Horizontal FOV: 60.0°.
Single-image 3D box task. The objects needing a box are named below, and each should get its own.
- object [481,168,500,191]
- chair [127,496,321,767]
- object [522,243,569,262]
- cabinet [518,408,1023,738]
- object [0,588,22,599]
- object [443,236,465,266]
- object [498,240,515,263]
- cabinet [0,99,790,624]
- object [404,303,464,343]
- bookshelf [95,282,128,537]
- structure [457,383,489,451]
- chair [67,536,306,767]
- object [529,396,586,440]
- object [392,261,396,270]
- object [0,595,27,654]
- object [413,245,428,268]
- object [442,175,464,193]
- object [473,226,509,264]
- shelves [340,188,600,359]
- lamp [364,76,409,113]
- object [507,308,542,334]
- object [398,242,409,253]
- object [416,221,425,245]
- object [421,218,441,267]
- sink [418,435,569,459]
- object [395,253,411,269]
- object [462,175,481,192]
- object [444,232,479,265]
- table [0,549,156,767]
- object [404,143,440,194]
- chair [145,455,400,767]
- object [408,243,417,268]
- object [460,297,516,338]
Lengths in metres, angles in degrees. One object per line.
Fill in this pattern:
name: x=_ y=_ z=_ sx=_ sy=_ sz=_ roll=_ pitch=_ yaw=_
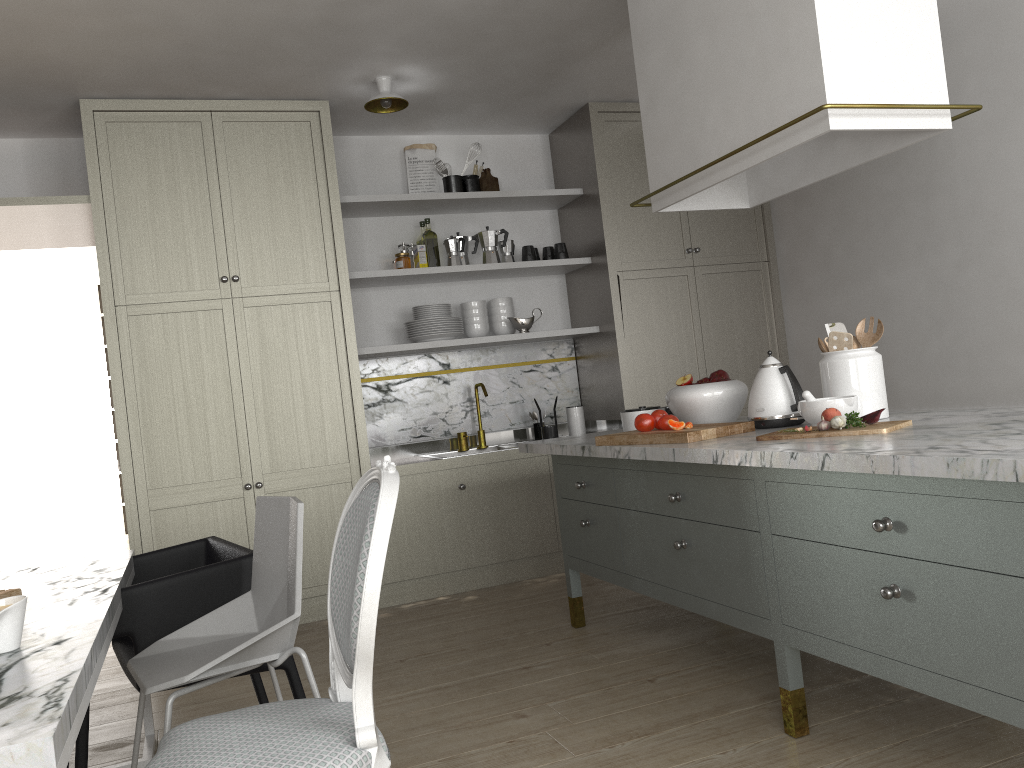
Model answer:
object: x=-0.117 y=-1.082 z=4.798 sx=0.092 sy=0.183 sz=0.038 roll=-7 pitch=-1 yaw=-10
chair: x=-0.648 y=0.653 z=1.977 sx=0.439 sy=0.745 sz=0.470 roll=-6 pitch=-1 yaw=-30
object: x=0.168 y=-0.698 z=4.814 sx=0.264 sy=0.098 sz=0.173 roll=-7 pitch=-1 yaw=-12
cabinet: x=0.878 y=0.485 z=2.542 sx=0.870 sy=0.721 sz=2.360 roll=-6 pitch=-1 yaw=-20
object: x=-1.265 y=0.493 z=1.850 sx=0.260 sy=0.031 sz=0.360 roll=-7 pitch=-1 yaw=10
object: x=-0.297 y=-0.681 z=4.549 sx=0.087 sy=0.167 sz=0.138 roll=-6 pitch=-1 yaw=-24
object: x=-0.027 y=-0.710 z=4.784 sx=0.087 sy=0.167 sz=0.138 roll=-7 pitch=-1 yaw=4
cabinet: x=-1.181 y=-0.077 z=4.433 sx=5.433 sy=2.377 sz=0.947 roll=-6 pitch=-1 yaw=-20
object: x=-0.405 y=-0.307 z=4.582 sx=0.306 sy=0.195 sz=0.300 roll=-6 pitch=-1 yaw=-24
bookshelf: x=-2.067 y=0.036 z=7.945 sx=3.513 sy=2.402 sz=0.300 roll=-7 pitch=-1 yaw=17
structure: x=-0.213 y=0.174 z=4.685 sx=0.167 sy=0.347 sz=0.195 roll=-7 pitch=-1 yaw=-13
chair: x=-0.916 y=0.765 z=2.420 sx=0.609 sy=0.597 sz=0.569 roll=-6 pitch=-1 yaw=-30
object: x=0.232 y=0.178 z=4.765 sx=0.307 sy=0.229 sz=0.144 roll=-7 pitch=-1 yaw=23
object: x=-0.609 y=-0.603 z=4.640 sx=0.046 sy=0.084 sz=0.046 roll=-7 pitch=-1 yaw=6
object: x=-0.868 y=0.415 z=1.501 sx=0.089 sy=0.085 sz=0.138 roll=-6 pitch=-1 yaw=-25
object: x=-0.478 y=-0.647 z=4.619 sx=0.044 sy=0.141 sz=0.077 roll=-6 pitch=-1 yaw=-25
object: x=-0.307 y=-1.028 z=4.669 sx=0.108 sy=0.118 sz=0.108 roll=-6 pitch=-1 yaw=-29
object: x=-0.107 y=-0.725 z=4.648 sx=0.175 sy=0.212 sz=0.111 roll=-7 pitch=-1 yaw=41
shelves: x=-0.261 y=-0.584 z=4.679 sx=1.339 sy=0.775 sz=0.352 roll=-6 pitch=-1 yaw=-20
lamp: x=-0.563 y=-1.290 z=3.936 sx=0.197 sy=0.130 sz=0.197 roll=-7 pitch=-1 yaw=15
object: x=0.070 y=-0.331 z=4.709 sx=0.210 sy=0.135 sz=0.102 roll=-6 pitch=-1 yaw=-28
object: x=-0.558 y=-0.654 z=4.625 sx=0.059 sy=0.172 sz=0.059 roll=-7 pitch=-1 yaw=42
object: x=-0.459 y=-0.720 z=4.693 sx=0.066 sy=0.282 sz=0.066 roll=-6 pitch=-1 yaw=-30
object: x=-0.429 y=-0.724 z=4.617 sx=0.082 sy=0.282 sz=0.089 roll=-6 pitch=-1 yaw=-25
sink: x=0.005 y=0.406 z=4.601 sx=0.877 sy=0.174 sz=0.475 roll=-6 pitch=-1 yaw=-20
object: x=-0.559 y=-0.619 z=4.554 sx=0.078 sy=0.101 sz=0.078 roll=-7 pitch=-1 yaw=26
object: x=-0.225 y=-1.042 z=4.745 sx=0.112 sy=0.128 sz=0.112 roll=-6 pitch=-1 yaw=-37
object: x=-0.263 y=-0.706 z=4.718 sx=0.175 sy=0.212 sz=0.111 roll=-7 pitch=-1 yaw=16
table: x=-1.218 y=0.794 z=1.720 sx=0.870 sy=0.583 sz=1.781 roll=-6 pitch=-1 yaw=-20
object: x=-0.474 y=-1.113 z=4.723 sx=0.183 sy=0.327 sz=0.074 roll=-7 pitch=-1 yaw=-11
chair: x=-0.407 y=0.570 z=1.557 sx=0.505 sy=0.833 sz=0.480 roll=-6 pitch=-1 yaw=-23
object: x=-0.518 y=-0.658 z=4.676 sx=0.059 sy=0.172 sz=0.059 roll=-7 pitch=-1 yaw=6
object: x=-0.126 y=-0.349 z=4.795 sx=0.309 sy=0.216 sz=0.149 roll=-6 pitch=-1 yaw=-28
